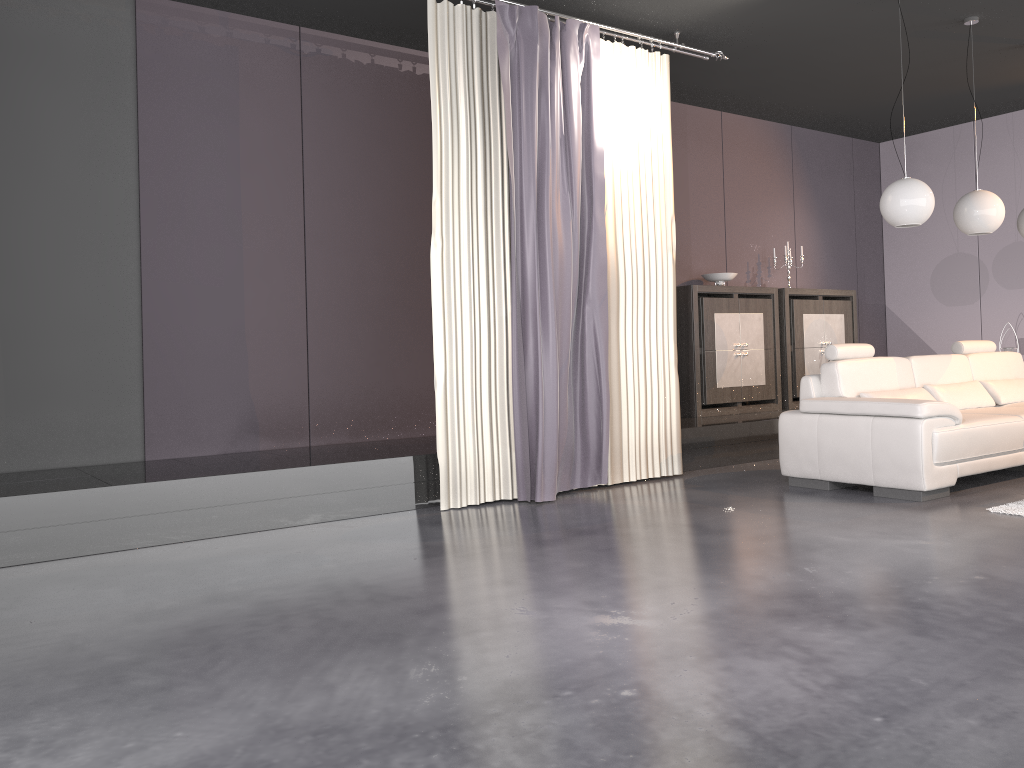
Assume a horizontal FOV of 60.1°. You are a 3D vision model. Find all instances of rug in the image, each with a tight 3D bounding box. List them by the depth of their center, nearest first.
[{"bbox_3d":[3.214,0.597,4.464,1.527,0.023,0.916,-3,2,-35],"label":"rug"}]

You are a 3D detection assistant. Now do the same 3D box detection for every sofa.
[{"bbox_3d":[3.314,0.141,5.507,2.863,0.859,1.867,-3,2,-35],"label":"sofa"}]

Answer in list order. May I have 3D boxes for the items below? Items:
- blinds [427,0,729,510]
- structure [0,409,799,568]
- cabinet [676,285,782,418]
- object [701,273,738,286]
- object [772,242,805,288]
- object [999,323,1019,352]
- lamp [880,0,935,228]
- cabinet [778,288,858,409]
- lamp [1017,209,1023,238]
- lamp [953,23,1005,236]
[{"bbox_3d":[0.233,-0.834,5.245,3.290,2.999,0.248,-2,-1,-35],"label":"blinds"},{"bbox_3d":[0.206,0.493,6.087,8.777,0.300,1.000,-3,2,-35],"label":"structure"},{"bbox_3d":[1.824,-0.288,7.585,1.073,1.075,0.411,-2,0,-35],"label":"cabinet"},{"bbox_3d":[1.786,-0.884,7.624,0.309,0.117,0.309,-2,1,-2],"label":"object"},{"bbox_3d":[2.539,-1.086,8.140,0.229,0.446,0.229,-2,-1,-18],"label":"object"},{"bbox_3d":[4.575,-0.335,8.155,0.108,0.466,0.123,-1,-1,-34],"label":"object"},{"bbox_3d":[2.387,-1.668,5.402,0.307,1.416,0.306,-2,-1,22],"label":"lamp"},{"bbox_3d":[2.774,-0.336,8.259,1.073,1.075,0.411,-2,0,-35],"label":"cabinet"},{"bbox_3d":[3.809,-1.740,6.414,0.307,1.416,0.306,-1,-1,-32],"label":"lamp"},{"bbox_3d":[3.085,-1.704,5.896,0.307,1.416,0.306,-1,-1,-32],"label":"lamp"}]
